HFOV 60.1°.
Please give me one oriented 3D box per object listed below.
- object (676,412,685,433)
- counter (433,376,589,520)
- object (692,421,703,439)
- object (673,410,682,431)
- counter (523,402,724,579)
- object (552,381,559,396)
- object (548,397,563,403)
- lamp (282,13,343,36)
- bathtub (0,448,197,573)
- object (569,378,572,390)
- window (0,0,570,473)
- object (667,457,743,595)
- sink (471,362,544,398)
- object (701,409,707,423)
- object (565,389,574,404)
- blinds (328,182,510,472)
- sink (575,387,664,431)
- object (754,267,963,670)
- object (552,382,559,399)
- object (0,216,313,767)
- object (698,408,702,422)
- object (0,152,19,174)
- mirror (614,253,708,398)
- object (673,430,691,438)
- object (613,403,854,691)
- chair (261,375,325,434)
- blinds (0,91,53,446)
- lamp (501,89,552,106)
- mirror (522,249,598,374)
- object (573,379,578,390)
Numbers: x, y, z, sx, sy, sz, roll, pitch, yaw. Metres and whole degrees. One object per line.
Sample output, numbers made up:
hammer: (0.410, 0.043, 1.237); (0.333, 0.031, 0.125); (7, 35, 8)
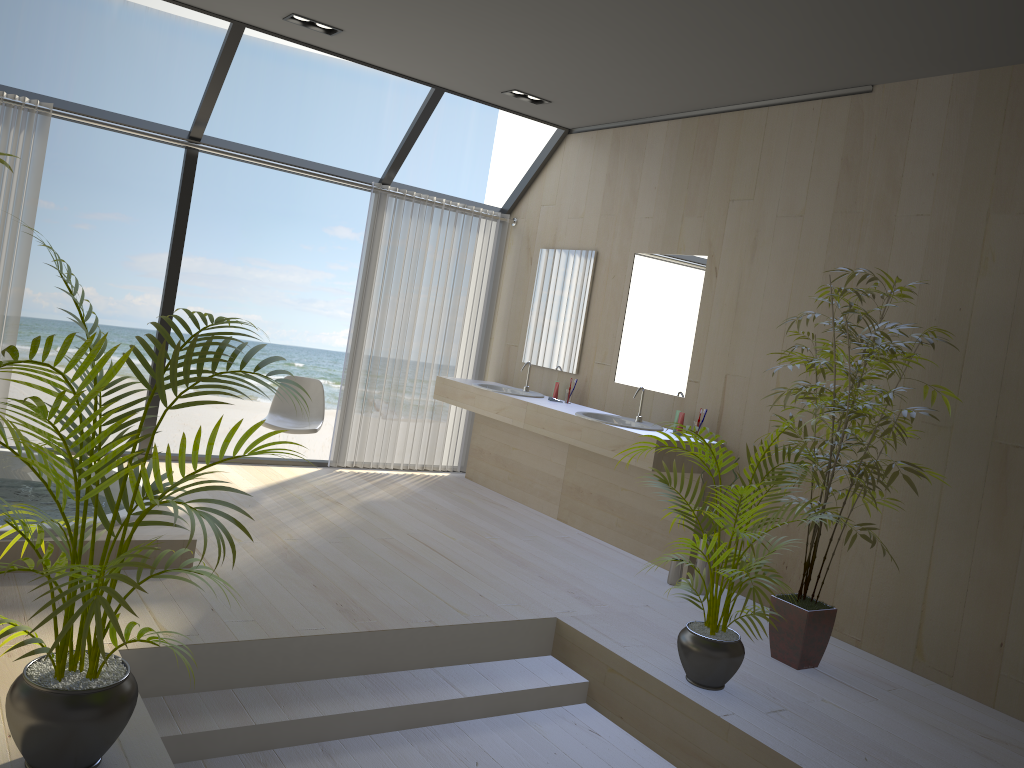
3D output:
object: (0.977, 0.232, 5.135); (0.039, 0.135, 0.039); (9, 1, 7)
counter: (-0.074, 0.441, 6.377); (0.548, 0.790, 1.212); (8, 3, -35)
object: (1.063, 0.266, 5.089); (0.058, 0.100, 0.059); (8, 2, -24)
object: (0.979, 0.224, 5.249); (0.039, 0.135, 0.039); (9, 1, 7)
counter: (0.599, 0.619, 5.383); (0.548, 0.790, 1.212); (8, 3, -35)
object: (0.307, 0.046, 6.243); (0.039, 0.135, 0.039); (9, 1, 14)
object: (0.298, 0.108, 6.049); (0.104, 0.029, 0.032); (9, 3, 6)
lamp: (-1.119, -2.085, 5.014); (0.300, 0.112, 0.165); (7, 4, -35)
bathtub: (-2.573, 0.538, 3.988); (1.814, 0.698, 1.656); (7, 4, -35)
object: (0.394, 0.048, 6.053); (0.012, 0.178, 0.050); (9, 1, 4)
window: (-1.842, -0.833, 5.625); (4.543, 2.811, 0.749); (7, 2, -35)
object: (1.102, 0.755, 4.840); (0.275, 0.748, 0.405); (10, 2, 43)
sink: (-0.028, 0.033, 6.318); (0.502, 0.419, 0.577); (8, 3, -31)
object: (1.085, 0.228, 5.090); (0.053, 0.175, 0.012); (9, 1, -9)
object: (0.390, 0.088, 6.083); (0.058, 0.100, 0.059); (8, 2, -28)
blinds: (-0.685, -0.377, 6.705); (1.178, 2.069, 0.084); (8, 1, -35)
sink: (0.645, 0.211, 5.324); (0.502, 0.419, 0.577); (8, 3, -31)
object: (1.428, 0.361, 3.873); (0.785, 1.755, 0.938); (9, 1, -10)
object: (0.304, 0.053, 6.129); (0.039, 0.135, 0.039); (9, 1, 14)
object: (-0.995, 0.288, 2.269); (0.878, 1.344, 1.061); (11, 2, 44)
object: (1.067, 0.226, 5.059); (0.012, 0.178, 0.050); (9, 1, 4)
object: (-2.180, -0.136, 2.731); (0.785, 1.755, 0.938); (9, 1, -10)
mirror: (0.937, -0.390, 5.596); (0.023, 0.868, 0.657); (9, 2, -35)
object: (0.971, 0.286, 5.055); (0.104, 0.029, 0.032); (9, 3, 6)
object: (0.796, 0.583, 3.418); (0.916, 1.156, 0.752); (9, 2, -1)
chair: (-1.424, 0.140, 5.835); (0.368, 0.347, 0.455); (9, 3, -6)
blinds: (-3.337, -0.672, 4.861); (1.178, 2.069, 0.084); (8, 1, -35)
lamp: (0.104, -1.949, 5.864); (0.300, 0.112, 0.165); (7, 4, -35)
mirror: (0.337, -0.545, 6.435); (0.023, 0.868, 0.657); (9, 2, -35)
object: (0.412, 0.050, 6.085); (0.053, 0.175, 0.012); (9, 1, -9)
